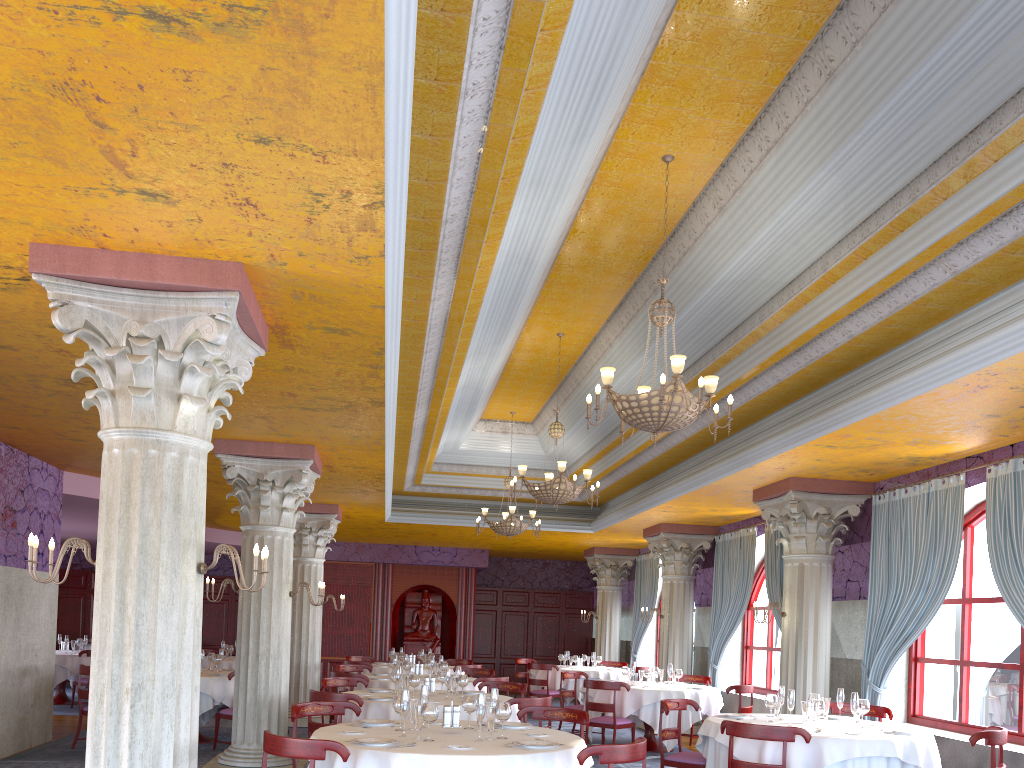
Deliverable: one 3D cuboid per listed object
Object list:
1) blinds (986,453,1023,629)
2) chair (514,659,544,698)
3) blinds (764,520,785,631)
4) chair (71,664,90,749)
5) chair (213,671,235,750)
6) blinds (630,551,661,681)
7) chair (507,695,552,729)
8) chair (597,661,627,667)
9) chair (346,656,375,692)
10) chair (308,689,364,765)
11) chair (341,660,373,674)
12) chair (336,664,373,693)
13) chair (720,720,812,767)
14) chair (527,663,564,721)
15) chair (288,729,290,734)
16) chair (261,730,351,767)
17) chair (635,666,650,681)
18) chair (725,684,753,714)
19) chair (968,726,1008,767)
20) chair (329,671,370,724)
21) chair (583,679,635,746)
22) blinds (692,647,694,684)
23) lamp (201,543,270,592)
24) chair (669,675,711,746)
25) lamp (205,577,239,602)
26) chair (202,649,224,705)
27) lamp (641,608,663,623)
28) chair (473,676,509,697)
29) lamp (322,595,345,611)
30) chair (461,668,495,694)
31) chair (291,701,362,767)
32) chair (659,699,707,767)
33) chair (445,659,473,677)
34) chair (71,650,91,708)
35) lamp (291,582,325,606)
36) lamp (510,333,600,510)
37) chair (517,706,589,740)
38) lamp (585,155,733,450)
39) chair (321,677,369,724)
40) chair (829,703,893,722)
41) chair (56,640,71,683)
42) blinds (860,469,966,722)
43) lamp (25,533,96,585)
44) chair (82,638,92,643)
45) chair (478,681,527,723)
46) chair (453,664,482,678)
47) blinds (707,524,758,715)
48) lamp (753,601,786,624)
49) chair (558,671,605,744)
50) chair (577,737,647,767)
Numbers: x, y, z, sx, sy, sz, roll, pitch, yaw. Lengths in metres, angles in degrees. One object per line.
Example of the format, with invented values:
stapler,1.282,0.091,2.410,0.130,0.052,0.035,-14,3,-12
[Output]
blinds,4.562,2.252,7.289,0.245,3.471,1.731,2,-4,-9
chair,0.390,6.424,18.297,0.647,1.075,0.763,-1,-7,37
blinds,3.859,3.569,12.045,0.245,3.471,1.731,2,-4,-9
chair,-5.207,4.152,10.992,0.750,1.075,0.657,-2,-7,37
chair,-3.495,4.287,11.245,0.647,1.075,0.763,-1,-7,37
blinds,2.878,5.407,18.681,0.245,3.471,1.733,2,-4,-7
chair,0.047,3.701,8.703,0.647,1.075,0.763,-1,-7,37
chair,2.103,6.559,18.550,0.750,1.075,0.657,-2,-7,37
chair,-2.852,5.789,16.475,0.647,1.075,0.763,-1,-7,37
chair,-1.666,3.566,8.451,0.750,1.075,0.657,-2,-7,37
chair,-2.599,5.314,14.762,0.750,1.075,0.657,-2,-7,37
chair,-2.367,4.879,13.192,0.647,1.075,0.763,-1,-7,37
chair,2.069,3.279,6.943,0.750,1.075,0.657,-2,-7,37
chair,0.644,5.949,16.583,0.750,1.075,0.657,-2,-7,37
chair,-3.748,4.762,12.959,0.750,1.075,0.657,-2,-7,37
chair,-1.196,2.687,5.275,0.750,1.075,0.657,-2,-7,37
chair,2.356,6.084,16.836,0.647,1.075,0.763,-1,-7,37
chair,3.056,4.773,12.102,0.647,1.075,0.763,-1,-7,37
chair,3.782,3.415,7.196,0.647,1.075,0.763,-1,-7,37
chair,-2.114,4.405,11.479,0.750,1.075,0.657,-2,-7,37
chair,1.344,4.638,11.849,0.750,1.075,0.657,-2,-7,37
blinds,3.172,4.857,16.694,0.245,3.471,1.731,2,-4,-9
lamp,-1.601,1.063,4.963,0.384,0.269,0.348,6,-11,-20
chair,2.803,5.248,13.816,0.750,1.075,0.657,-2,-7,37
lamp,-3.257,2.322,9.641,0.384,0.269,0.348,6,-11,-20
chair,-6.084,5.795,16.925,0.647,1.075,0.763,-1,-7,37
lamp,2.479,4.125,15.268,0.384,0.269,0.348,6,-11,-20
chair,-0.401,4.540,11.731,0.647,1.075,0.763,-1,-7,37
lamp,-2.997,3.677,14.402,0.384,0.269,0.348,6,-11,-20
chair,-0.654,5.014,13.445,0.750,1.075,0.657,-2,-7,37
chair,-1.450,3.161,6.988,0.647,1.075,0.763,-1,-7,37
chair,1.816,3.754,8.657,0.647,1.075,0.763,-1,-7,37
chair,-1.140,5.924,16.728,0.750,1.075,0.657,-2,-7,37
chair,-7.470,5.298,15.346,0.647,1.075,0.763,-1,-7,37
lamp,-2.298,2.368,9.677,0.384,0.269,0.348,6,-11,-20
lamp,0.547,0.428,10.393,0.960,2.147,0.973,0,-4,37
chair,0.263,3.296,7.241,0.750,1.075,0.657,-2,-7,37
lamp,1.132,-0.668,6.434,0.960,2.147,0.973,0,-4,37
chair,-1.919,4.041,10.164,0.647,1.075,0.763,-1,-7,37
chair,3.528,3.889,8.909,0.750,1.075,0.657,-2,-7,37
chair,-10.058,6.375,19.502,0.750,1.075,0.657,-2,-7,37
blinds,4.268,2.802,9.276,0.245,3.471,1.733,2,-4,-7
lamp,-2.560,1.017,4.927,0.384,0.269,0.348,6,-11,-20
chair,-10.311,6.850,21.216,0.647,1.075,0.763,-1,-7,37
chair,-0.207,4.176,10.417,0.750,1.075,0.657,-2,-7,37
chair,-0.886,5.449,15.014,0.647,1.075,0.763,-1,-7,37
blinds,3.565,4.120,14.033,0.245,3.471,1.733,2,-4,-7
lamp,3.170,2.829,10.589,0.384,0.269,0.348,6,-11,-20
chair,1.090,5.113,13.563,0.647,1.075,0.763,-1,-7,37
chair,0.516,2.822,5.527,0.647,1.075,0.763,-1,-7,37
